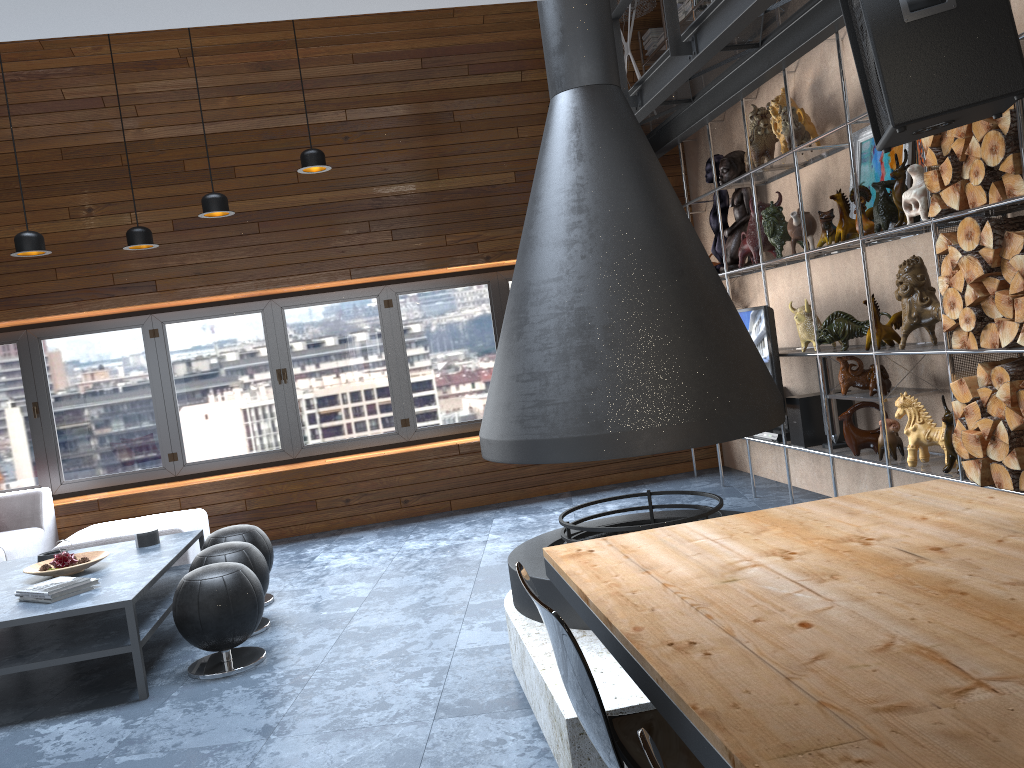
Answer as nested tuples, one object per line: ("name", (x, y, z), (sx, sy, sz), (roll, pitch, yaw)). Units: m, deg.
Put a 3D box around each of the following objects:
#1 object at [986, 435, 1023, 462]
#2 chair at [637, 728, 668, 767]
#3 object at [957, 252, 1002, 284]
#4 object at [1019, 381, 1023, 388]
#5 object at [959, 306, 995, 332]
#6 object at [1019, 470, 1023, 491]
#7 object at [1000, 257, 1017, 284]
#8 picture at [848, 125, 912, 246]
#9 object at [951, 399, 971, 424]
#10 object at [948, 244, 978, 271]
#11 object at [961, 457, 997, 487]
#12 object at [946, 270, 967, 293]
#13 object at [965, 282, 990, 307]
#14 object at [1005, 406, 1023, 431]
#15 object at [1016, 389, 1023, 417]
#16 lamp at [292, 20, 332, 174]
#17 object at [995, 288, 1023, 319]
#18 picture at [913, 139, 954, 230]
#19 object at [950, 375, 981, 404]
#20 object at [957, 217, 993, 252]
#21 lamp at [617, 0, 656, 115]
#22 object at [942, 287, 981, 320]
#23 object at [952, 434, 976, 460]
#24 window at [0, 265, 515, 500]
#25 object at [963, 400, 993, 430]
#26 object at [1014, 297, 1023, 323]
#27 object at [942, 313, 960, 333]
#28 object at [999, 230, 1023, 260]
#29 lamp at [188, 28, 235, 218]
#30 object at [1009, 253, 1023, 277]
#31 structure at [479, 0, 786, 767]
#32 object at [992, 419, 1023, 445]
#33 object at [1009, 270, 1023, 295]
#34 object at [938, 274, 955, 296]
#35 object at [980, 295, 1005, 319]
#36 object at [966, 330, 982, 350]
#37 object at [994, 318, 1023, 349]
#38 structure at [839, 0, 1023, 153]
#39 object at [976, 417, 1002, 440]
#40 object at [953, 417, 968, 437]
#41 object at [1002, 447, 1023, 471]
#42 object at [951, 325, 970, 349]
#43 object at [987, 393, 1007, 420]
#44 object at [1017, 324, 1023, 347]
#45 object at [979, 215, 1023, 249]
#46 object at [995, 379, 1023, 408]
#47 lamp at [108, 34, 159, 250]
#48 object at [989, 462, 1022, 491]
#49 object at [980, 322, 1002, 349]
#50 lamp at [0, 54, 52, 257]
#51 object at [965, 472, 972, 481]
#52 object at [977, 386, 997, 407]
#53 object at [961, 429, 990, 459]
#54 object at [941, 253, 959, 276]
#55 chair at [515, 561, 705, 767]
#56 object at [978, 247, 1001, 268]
("object", (2.103, 0.239, 3.629), (0.288, 0.118, 0.147), (-8, 3, -13))
("chair", (0.460, 0.773, 0.878), (0.599, 0.825, 0.527), (-8, 3, -9))
("object", (2.000, -0.487, 3.594), (0.321, 0.128, 0.164), (-8, 3, -10))
("object", (2.117, -0.039, 3.410), (0.308, 0.107, 0.121), (-8, 3, -13))
("object", (2.016, -0.283, 3.674), (0.312, 0.110, 0.103), (-8, 3, -12))
("object", (2.167, 0.364, 3.514), (0.303, 0.095, 0.087), (-8, 3, -9))
("object", (2.065, -0.457, 3.458), (0.290, 0.153, 0.112), (-8, 3, -12))
("picture", (1.945, -1.082, 4.703), (0.136, 0.625, 0.544), (-8, 3, -9))
("object", (2.071, 0.103, 3.846), (0.308, 0.120, 0.097), (-8, 3, -13))
("object", (2.007, -0.551, 3.685), (0.362, 0.115, 0.098), (-8, 3, -9))
("object", (2.111, 0.343, 3.744), (0.362, 0.131, 0.154), (-8, 3, -8))
("object", (2.005, -0.450, 3.716), (0.329, 0.107, 0.128), (-8, 3, -9))
("object", (2.034, -0.391, 3.633), (0.331, 0.110, 0.101), (-8, 3, -7))
("object", (2.130, 0.117, 3.487), (0.329, 0.107, 0.128), (-8, 3, -9))
("object", (2.115, 0.052, 3.410), (0.299, 0.114, 0.135), (-8, 3, -11))
("lamp", (-1.337, -2.110, 5.493), (0.210, 1.565, 0.210), (-6, 3, 29))
("object", (2.063, -0.340, 3.479), (0.329, 0.135, 0.095), (-8, 3, -12))
("picture", (2.045, -1.191, 4.143), (0.090, 0.863, 0.530), (-8, 3, -9))
("object", (2.051, 0.008, 3.782), (0.299, 0.119, 0.151), (-8, 3, -6))
("object", (1.981, -0.618, 3.594), (0.312, 0.150, 0.140), (-8, 3, -12))
("lamp", (0.818, -2.377, 6.283), (0.475, 1.002, 0.475), (-7, 3, 15))
("object", (1.992, -0.357, 3.752), (0.286, 0.143, 0.143), (-8, 3, -9))
("object", (2.087, 0.249, 3.846), (0.321, 0.109, 0.110), (-8, 3, -8))
("window", (-1.921, -0.039, 7.426), (5.936, 1.522, 0.101), (-8, 2, -9))
("object", (2.066, 0.104, 3.744), (0.290, 0.153, 0.112), (-8, 3, -12))
("object", (2.086, -0.303, 3.369), (0.321, 0.109, 0.110), (-8, 3, -8))
("object", (2.011, -0.282, 3.816), (0.303, 0.088, 0.095), (-8, 3, -11))
("object", (2.055, -0.550, 3.412), (0.299, 0.119, 0.151), (-8, 3, -6))
("lamp", (-1.891, -1.956, 5.249), (0.210, 1.911, 0.210), (-6, 3, 29))
("object", (2.057, -0.462, 3.378), (0.308, 0.120, 0.097), (-8, 3, -13))
("structure", (0.241, -1.767, 3.220), (1.197, 5.700, 1.689), (-8, 2, -9))
("object", (2.117, 0.174, 3.575), (0.331, 0.110, 0.101), (-8, 3, -7))
("object", (2.073, -0.397, 3.380), (0.331, 0.110, 0.107), (-8, 3, -11))
("object", (1.996, -0.424, 3.803), (0.310, 0.121, 0.111), (-8, 3, -10))
("object", (2.065, -0.328, 3.585), (0.288, 0.118, 0.147), (-8, 3, -13))
("object", (2.058, -0.204, 3.714), (0.303, 0.095, 0.087), (-8, 3, -9))
("object", (2.108, -0.219, 3.482), (0.362, 0.131, 0.154), (-8, 3, -8))
("structure", (1.425, -1.228, 3.051), (0.506, 0.744, 0.460), (-7, 3, 17))
("object", (2.087, 0.161, 3.652), (0.330, 0.098, 0.107), (-8, 3, -13))
("object", (2.074, 0.157, 3.827), (0.331, 0.110, 0.107), (-8, 3, -11))
("object", (2.135, 0.276, 3.547), (0.330, 0.098, 0.103), (-8, 3, -12))
("object", (2.048, -0.217, 3.802), (0.287, 0.112, 0.126), (-8, 3, -9))
("object", (2.123, 0.070, 3.606), (0.321, 0.128, 0.164), (-8, 3, -10))
("object", (2.099, -0.209, 3.382), (0.330, 0.105, 0.107), (-8, 3, -11))
("object", (1.993, -0.601, 3.497), (0.289, 0.121, 0.107), (-8, 3, -8))
("object", (2.100, 0.019, 3.510), (0.362, 0.115, 0.098), (-8, 3, -9))
("lamp", (-2.450, -1.845, 5.492), (0.210, 2.002, 0.210), (-6, 3, 29))
("object", (2.125, 0.352, 3.619), (0.299, 0.114, 0.135), (-8, 3, -11))
("object", (2.073, -0.215, 3.605), (0.299, 0.114, 0.135), (-8, 3, -11))
("lamp", (-2.876, -1.749, 5.010), (0.210, 2.034, 0.210), (-6, 3, 29))
("object", (2.125, 0.346, 3.848), (0.312, 0.110, 0.103), (-8, 3, -12))
("object", (2.094, 0.035, 3.677), (0.303, 0.090, 0.098), (-8, 3, -10))
("object", (2.095, 0.221, 3.745), (0.374, 0.131, 0.115), (-8, 3, -13))
("object", (2.001, -0.523, 3.788), (0.299, 0.114, 0.135), (-8, 3, -11))
("chair", (0.324, 0.753, 1.732), (0.599, 0.825, 0.527), (-8, 3, -9))
("object", (2.019, -0.522, 3.519), (0.303, 0.090, 0.098), (-8, 3, -10))
